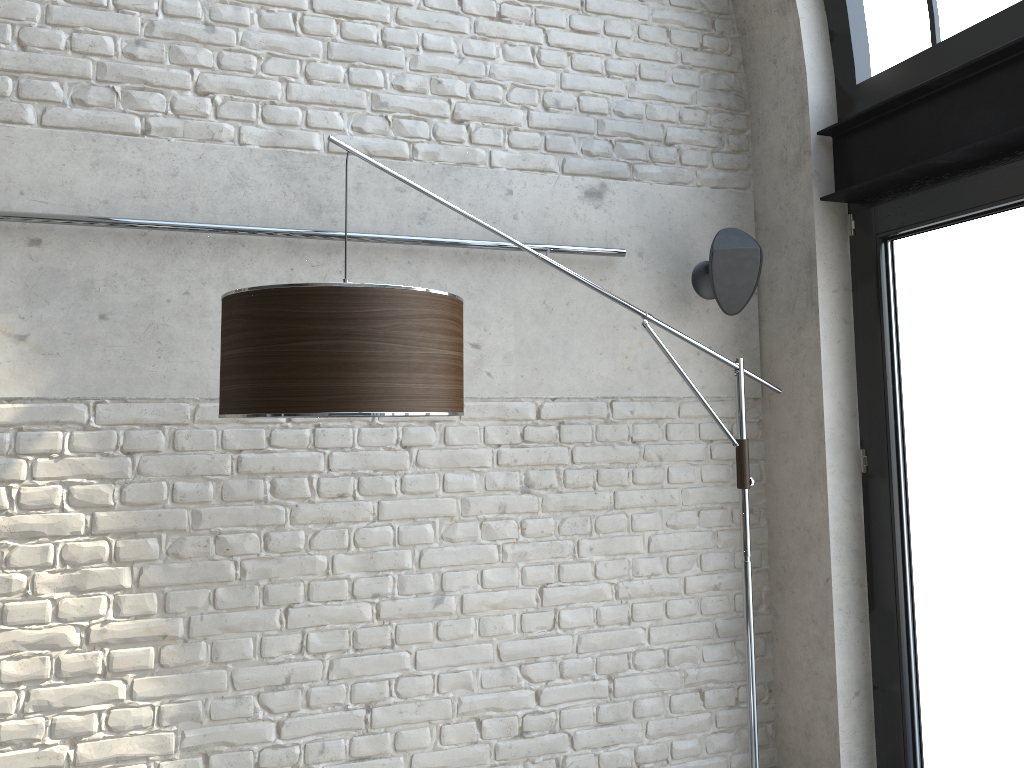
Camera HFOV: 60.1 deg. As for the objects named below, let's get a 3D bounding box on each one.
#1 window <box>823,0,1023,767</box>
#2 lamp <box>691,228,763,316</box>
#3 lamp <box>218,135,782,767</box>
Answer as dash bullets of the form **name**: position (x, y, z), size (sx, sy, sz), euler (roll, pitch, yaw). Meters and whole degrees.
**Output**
- **window**: position (0.613, -1.081, 0.681), size (2.866, 5.526, 4.260), euler (1, -5, -20)
- **lamp**: position (0.750, -0.393, 3.118), size (0.178, 0.308, 0.356), euler (0, -4, -2)
- **lamp**: position (0.155, 0.583, 2.357), size (1.842, 2.343, 0.554), euler (2, -7, -33)
